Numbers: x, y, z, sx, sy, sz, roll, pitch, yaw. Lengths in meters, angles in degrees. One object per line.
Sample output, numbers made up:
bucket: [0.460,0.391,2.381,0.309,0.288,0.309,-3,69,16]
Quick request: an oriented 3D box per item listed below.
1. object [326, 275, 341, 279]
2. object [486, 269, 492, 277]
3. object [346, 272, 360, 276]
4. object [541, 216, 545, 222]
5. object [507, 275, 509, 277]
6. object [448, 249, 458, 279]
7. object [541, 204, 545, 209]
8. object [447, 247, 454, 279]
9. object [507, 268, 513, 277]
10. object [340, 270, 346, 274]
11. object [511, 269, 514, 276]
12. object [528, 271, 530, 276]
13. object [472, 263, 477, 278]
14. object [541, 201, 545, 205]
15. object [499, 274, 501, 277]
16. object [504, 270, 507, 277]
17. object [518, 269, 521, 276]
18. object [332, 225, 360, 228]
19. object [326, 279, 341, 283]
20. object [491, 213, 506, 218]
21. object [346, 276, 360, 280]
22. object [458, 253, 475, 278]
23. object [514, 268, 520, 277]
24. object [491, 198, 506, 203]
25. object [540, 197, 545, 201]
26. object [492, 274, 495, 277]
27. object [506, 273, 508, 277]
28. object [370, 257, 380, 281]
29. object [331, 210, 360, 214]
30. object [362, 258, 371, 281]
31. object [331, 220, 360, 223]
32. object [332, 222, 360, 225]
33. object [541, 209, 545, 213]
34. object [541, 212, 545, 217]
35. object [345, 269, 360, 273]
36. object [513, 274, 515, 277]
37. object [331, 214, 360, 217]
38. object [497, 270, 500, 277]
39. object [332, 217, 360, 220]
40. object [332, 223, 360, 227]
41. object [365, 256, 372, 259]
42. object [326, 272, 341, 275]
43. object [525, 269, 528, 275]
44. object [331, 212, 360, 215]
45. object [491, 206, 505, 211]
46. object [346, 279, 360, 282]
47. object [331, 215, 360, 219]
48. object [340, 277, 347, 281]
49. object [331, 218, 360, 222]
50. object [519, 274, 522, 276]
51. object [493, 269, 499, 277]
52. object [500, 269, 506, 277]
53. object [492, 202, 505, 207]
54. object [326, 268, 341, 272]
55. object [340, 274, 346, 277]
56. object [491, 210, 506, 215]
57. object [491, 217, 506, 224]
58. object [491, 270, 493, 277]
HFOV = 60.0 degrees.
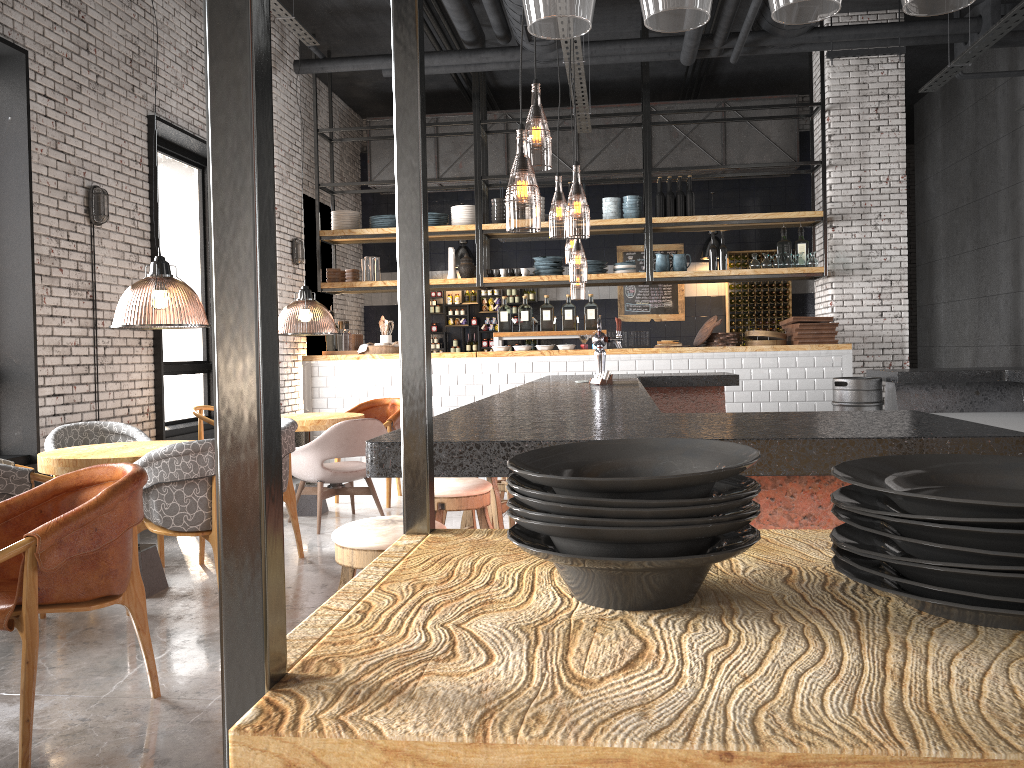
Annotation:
object: [-2.078,-1.242,10.365,0.157,0.053,0.168,-1,2,7]
object: [-0.258,-1.249,10.049,0.072,0.097,0.072,-1,1,30]
object: [-1.896,-1.287,10.491,0.157,0.053,0.168,-1,2,12]
object: [0.285,-1.869,10.196,0.196,0.105,0.196,-2,2,-15]
object: [-0.061,-1.265,10.379,0.072,0.097,0.072,-1,1,-4]
object: [-0.690,-1.379,10.245,0.132,0.360,0.127,-1,1,32]
object: [0.281,-2.002,10.200,0.196,0.103,0.196,0,2,23]
object: [-0.707,-1.400,10.399,0.126,0.394,0.126,-2,1,-43]
object: [-0.022,-1.253,10.021,0.072,0.097,0.072,-1,1,27]
object: [-2.034,-1.329,10.616,0.157,0.053,0.168,-1,2,7]
object: [-0.008,-1.258,10.137,0.072,0.097,0.072,0,2,35]
object: [0.175,-1.269,10.351,0.072,0.097,0.072,-1,1,7]
object: [-0.469,-1.317,10.436,0.203,0.213,0.203,0,2,44]
object: [0.281,-2.046,10.196,0.196,0.100,0.196,-1,2,3]
object: [-0.154,-1.260,10.272,0.072,0.097,0.072,0,2,39]
object: [-0.089,-1.256,10.147,0.072,0.097,0.072,-1,1,8]
object: [0.069,-1.259,10.128,0.072,0.097,0.072,-2,2,-34]
object: [-1.959,-1.835,10.464,0.334,0.039,0.335,-1,2,-6]
object: [-2.077,-1.197,10.366,0.157,0.053,0.168,-1,2,7]
object: [-0.141,-1.906,10.251,0.196,0.104,0.196,-2,2,-29]
object: [-1.895,-1.251,10.492,0.157,0.053,0.168,-1,2,12]
object: [-0.525,-1.357,10.240,0.196,0.305,0.196,0,2,44]
object: [0.055,-1.255,10.011,0.072,0.097,0.072,-1,1,16]
object: [-0.145,-2.084,10.249,0.196,0.105,0.196,0,2,28]
object: [0.281,-2.091,10.199,0.196,0.103,0.196,-2,2,-15]
object: [-0.230,-1.258,10.282,0.072,0.097,0.072,-1,1,-5]
object: [-0.075,-1.261,10.263,0.072,0.097,0.072,-1,1,-5]
object: [-1.591,-1.327,10.343,0.118,0.293,0.169,-1,1,12]
object: [-1.961,-2.007,10.462,0.334,0.039,0.335,-1,2,-2]
object: [-1.670,-1.311,10.245,0.106,0.264,0.152,-1,1,34]
object: [-1.960,-1.894,10.463,0.334,0.038,0.335,0,2,32]
object: [-1.960,-1.874,10.463,0.334,0.042,0.335,-3,2,-33]
object: [0.283,-1.958,10.195,0.196,0.104,0.196,0,2,42]
object: [0.282,-1.913,10.196,0.196,0.104,0.196,-2,2,-17]
object: [-1.897,-1.328,10.491,0.157,0.053,0.168,-1,2,12]
object: [0.006,-1.262,10.253,0.072,0.097,0.072,0,2,37]
object: [-1.961,-1.968,10.462,0.334,0.040,0.335,-1,2,-3]
object: [-0.168,-1.255,10.156,0.072,0.097,0.072,-1,1,-7]
object: [-1.959,-1.929,10.462,0.334,0.038,0.335,0,2,27]
object: [-1.959,-1.855,10.465,0.335,0.044,0.334,-2,2,-27]
object: [-1.664,-1.345,10.498,0.126,0.313,0.179,0,1,39]
object: [-2.079,-1.278,10.365,0.157,0.053,0.168,-1,2,7]
object: [0.147,-1.261,10.118,0.072,0.097,0.072,-1,1,11]
object: [-1.961,-1.987,10.463,0.335,0.042,0.335,-1,2,3]
object: [-0.140,-1.994,10.248,0.196,0.100,0.196,-2,2,-28]
object: [-1.894,-1.206,10.493,0.157,0.053,0.168,-1,2,12]
object: [-1.960,-1.948,10.462,0.335,0.035,0.335,-2,2,-17]
object: [-2.033,-1.252,10.617,0.157,0.053,0.168,-1,2,7]
object: [-1.960,-1.910,10.464,0.335,0.043,0.334,-3,3,-44]
object: [0.083,-1.264,10.244,0.072,0.097,0.072,-1,1,15]
object: [-0.181,-1.251,10.040,0.072,0.097,0.072,-1,1,29]
object: [-0.103,-1.252,10.030,0.072,0.097,0.072,-2,2,-43]
object: [-0.137,-2.040,10.244,0.196,0.107,0.196,0,2,35]
object: [-2.080,-1.320,10.364,0.157,0.053,0.168,-1,2,7]
object: [-2.034,-1.288,10.616,0.157,0.053,0.168,-1,2,7]
object: [-0.140,-1.950,10.250,0.196,0.102,0.196,0,2,36]
object: [-0.138,-1.862,10.252,0.196,0.102,0.196,-1,2,19]
object: [-0.244,-1.254,10.165,0.072,0.097,0.072,-1,1,6]
